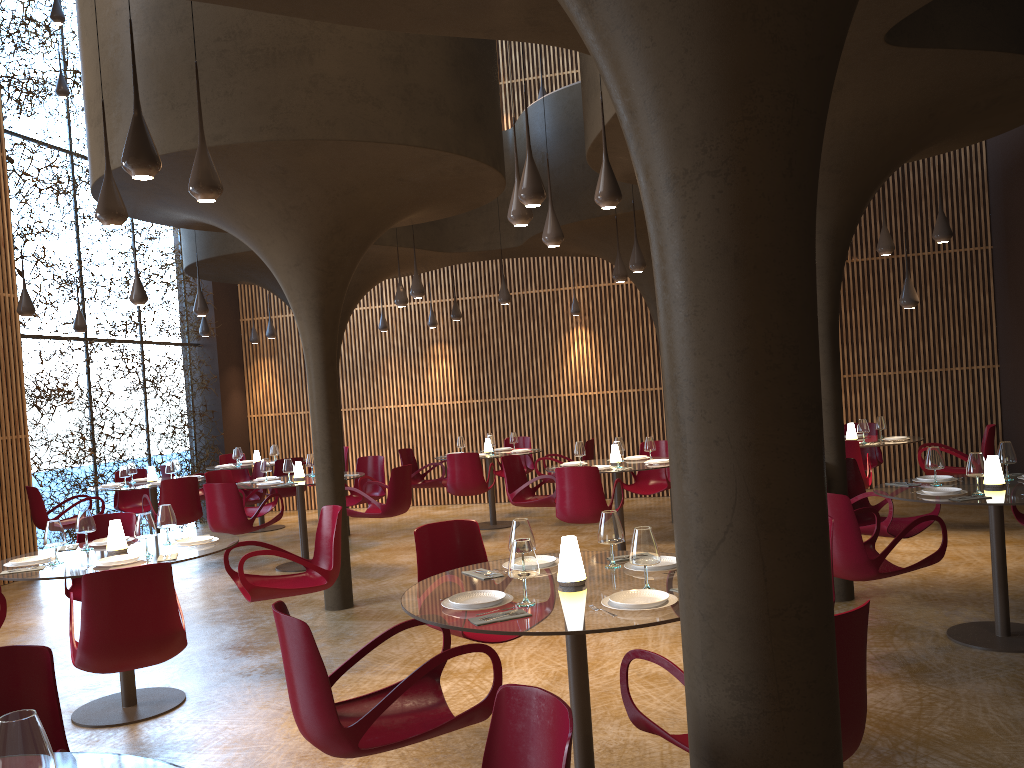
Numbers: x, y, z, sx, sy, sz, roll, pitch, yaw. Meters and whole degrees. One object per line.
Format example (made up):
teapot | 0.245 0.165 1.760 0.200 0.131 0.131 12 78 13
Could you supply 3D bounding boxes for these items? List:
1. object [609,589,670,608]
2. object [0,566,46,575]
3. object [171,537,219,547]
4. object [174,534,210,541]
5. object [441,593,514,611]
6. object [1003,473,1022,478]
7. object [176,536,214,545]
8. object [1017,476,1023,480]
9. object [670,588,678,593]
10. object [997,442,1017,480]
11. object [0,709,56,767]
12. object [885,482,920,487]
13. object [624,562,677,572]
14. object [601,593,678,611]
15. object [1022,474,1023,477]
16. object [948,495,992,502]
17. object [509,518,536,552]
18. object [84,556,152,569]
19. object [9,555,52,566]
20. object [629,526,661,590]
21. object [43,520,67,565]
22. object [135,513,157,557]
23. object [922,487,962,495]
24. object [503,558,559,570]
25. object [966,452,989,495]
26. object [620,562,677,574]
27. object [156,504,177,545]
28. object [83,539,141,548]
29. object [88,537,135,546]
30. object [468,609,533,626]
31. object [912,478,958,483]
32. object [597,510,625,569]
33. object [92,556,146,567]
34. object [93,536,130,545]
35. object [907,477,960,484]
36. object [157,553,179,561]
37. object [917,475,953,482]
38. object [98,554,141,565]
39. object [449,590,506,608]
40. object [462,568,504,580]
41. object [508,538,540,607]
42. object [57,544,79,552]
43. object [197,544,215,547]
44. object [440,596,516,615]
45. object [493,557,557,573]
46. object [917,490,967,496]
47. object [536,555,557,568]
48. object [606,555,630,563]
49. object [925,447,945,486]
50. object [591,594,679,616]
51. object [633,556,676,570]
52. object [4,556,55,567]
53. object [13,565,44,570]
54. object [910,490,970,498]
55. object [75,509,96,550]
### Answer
object | 0.555 0.940 3.867 0.263 0.029 0.263 -4 0 36
object | -3.229 1.233 5.852 0.261 0.017 0.126 -4 0 -23
object | -2.332 1.166 6.530 0.332 0.014 0.331 -4 0 37
object | -2.452 1.183 6.808 0.261 0.017 0.126 -4 0 -27
object | -0.158 1.001 4.074 0.332 0.014 0.331 -4 0 11
object | 3.995 0.734 7.091 0.262 0.017 0.126 -4 0 -17
object | -2.333 1.157 6.530 0.263 0.029 0.263 -4 0 -30
object | 4.065 0.720 6.797 0.332 0.014 0.331 -4 0 32
object | 0.836 0.938 3.982 0.126 0.017 0.262 -4 0 -26
object | 3.845 0.598 6.895 0.142 0.295 0.142 -4 1 27
object | -1.147 0.922 2.077 0.142 0.295 0.142 -4 1 -2
object | 3.092 0.796 7.014 0.126 0.017 0.262 -4 0 -18
object | 0.747 0.940 4.594 0.332 0.014 0.331 -4 0 18
object | 0.556 0.950 3.868 0.332 0.014 0.331 -4 0 39
object | 4.064 0.710 6.797 0.263 0.029 0.263 -4 0 -26
object | 3.152 0.787 6.097 0.262 0.017 0.126 -4 0 -13
object | 0.054 0.852 4.617 0.142 0.295 0.142 -4 1 -20
object | -2.619 1.184 5.907 0.410 0.012 0.204 -4 0 -22
object | -3.330 1.224 6.137 0.263 0.029 0.263 -4 0 -13
object | 0.613 0.810 4.088 0.142 0.295 0.142 -3 1 41
object | -3.120 1.082 6.056 0.142 0.295 0.142 -4 1 10
object | -2.526 1.040 6.117 0.142 0.295 0.142 -5 1 -30
object | 3.100 0.776 6.395 0.263 0.029 0.263 -4 0 -29
object | 0.114 0.986 4.847 0.332 0.014 0.331 -4 0 22
object | 3.294 0.634 6.277 0.142 0.295 0.142 -4 1 20
object | 0.750 0.941 4.590 0.204 0.012 0.411 -4 0 -25
object | -2.566 1.046 6.590 0.142 0.295 0.142 -3 1 28
object | -3.086 1.222 6.844 0.410 0.012 0.204 -4 0 -25
object | -3.090 1.221 6.842 0.332 0.014 0.331 -4 0 30
object | -0.051 0.999 3.791 0.261 0.017 0.126 -4 0 -24
object | 3.383 0.769 7.091 0.332 0.014 0.332 -4 0 -2
object | 0.522 0.819 4.680 0.142 0.295 0.142 -5 1 -44
object | -2.615 1.183 5.909 0.332 0.014 0.331 -4 0 34
object | -3.091 1.211 6.841 0.263 0.029 0.263 -4 0 -15
object | 3.387 0.770 7.094 0.410 0.012 0.204 -4 0 -23
object | -2.322 1.170 5.982 0.126 0.017 0.262 -4 0 -18
object | 3.382 0.760 7.091 0.263 0.029 0.263 -4 0 43
object | -2.615 1.173 5.909 0.263 0.029 0.263 -4 0 -20
object | -0.158 0.991 4.073 0.263 0.029 0.263 -4 0 -40
object | -0.156 1.011 4.714 0.126 0.017 0.262 -4 0 -30
object | 0.053 0.849 3.997 0.142 0.295 0.142 -4 1 9
object | -3.377 1.248 6.750 0.126 0.017 0.262 -4 0 -21
object | -2.329 1.167 6.527 0.204 0.012 0.411 -4 0 -31
object | -0.160 1.002 4.077 0.204 0.012 0.411 -4 0 -28
object | 0.117 0.987 4.850 0.410 0.012 0.204 -4 0 -34
object | 3.101 0.785 6.395 0.332 0.014 0.332 -4 0 0
object | 0.113 0.976 4.847 0.263 0.029 0.263 -4 0 -39
object | 0.660 0.955 4.884 0.262 0.017 0.126 -4 0 -20
object | 3.278 0.638 6.876 0.142 0.295 0.142 -5 1 -42
object | 0.552 0.951 3.865 0.410 0.012 0.204 -4 0 -30
object | 0.747 0.931 4.594 0.263 0.029 0.263 -4 0 12
object | -3.330 1.234 6.138 0.331 0.014 0.332 -4 0 -23
object | -3.332 1.235 6.142 0.204 0.012 0.411 -4 0 -27
object | 3.099 0.787 6.399 0.204 0.012 0.411 -4 0 -17
object | -3.184 1.089 6.621 0.142 0.295 0.142 -5 1 -34
